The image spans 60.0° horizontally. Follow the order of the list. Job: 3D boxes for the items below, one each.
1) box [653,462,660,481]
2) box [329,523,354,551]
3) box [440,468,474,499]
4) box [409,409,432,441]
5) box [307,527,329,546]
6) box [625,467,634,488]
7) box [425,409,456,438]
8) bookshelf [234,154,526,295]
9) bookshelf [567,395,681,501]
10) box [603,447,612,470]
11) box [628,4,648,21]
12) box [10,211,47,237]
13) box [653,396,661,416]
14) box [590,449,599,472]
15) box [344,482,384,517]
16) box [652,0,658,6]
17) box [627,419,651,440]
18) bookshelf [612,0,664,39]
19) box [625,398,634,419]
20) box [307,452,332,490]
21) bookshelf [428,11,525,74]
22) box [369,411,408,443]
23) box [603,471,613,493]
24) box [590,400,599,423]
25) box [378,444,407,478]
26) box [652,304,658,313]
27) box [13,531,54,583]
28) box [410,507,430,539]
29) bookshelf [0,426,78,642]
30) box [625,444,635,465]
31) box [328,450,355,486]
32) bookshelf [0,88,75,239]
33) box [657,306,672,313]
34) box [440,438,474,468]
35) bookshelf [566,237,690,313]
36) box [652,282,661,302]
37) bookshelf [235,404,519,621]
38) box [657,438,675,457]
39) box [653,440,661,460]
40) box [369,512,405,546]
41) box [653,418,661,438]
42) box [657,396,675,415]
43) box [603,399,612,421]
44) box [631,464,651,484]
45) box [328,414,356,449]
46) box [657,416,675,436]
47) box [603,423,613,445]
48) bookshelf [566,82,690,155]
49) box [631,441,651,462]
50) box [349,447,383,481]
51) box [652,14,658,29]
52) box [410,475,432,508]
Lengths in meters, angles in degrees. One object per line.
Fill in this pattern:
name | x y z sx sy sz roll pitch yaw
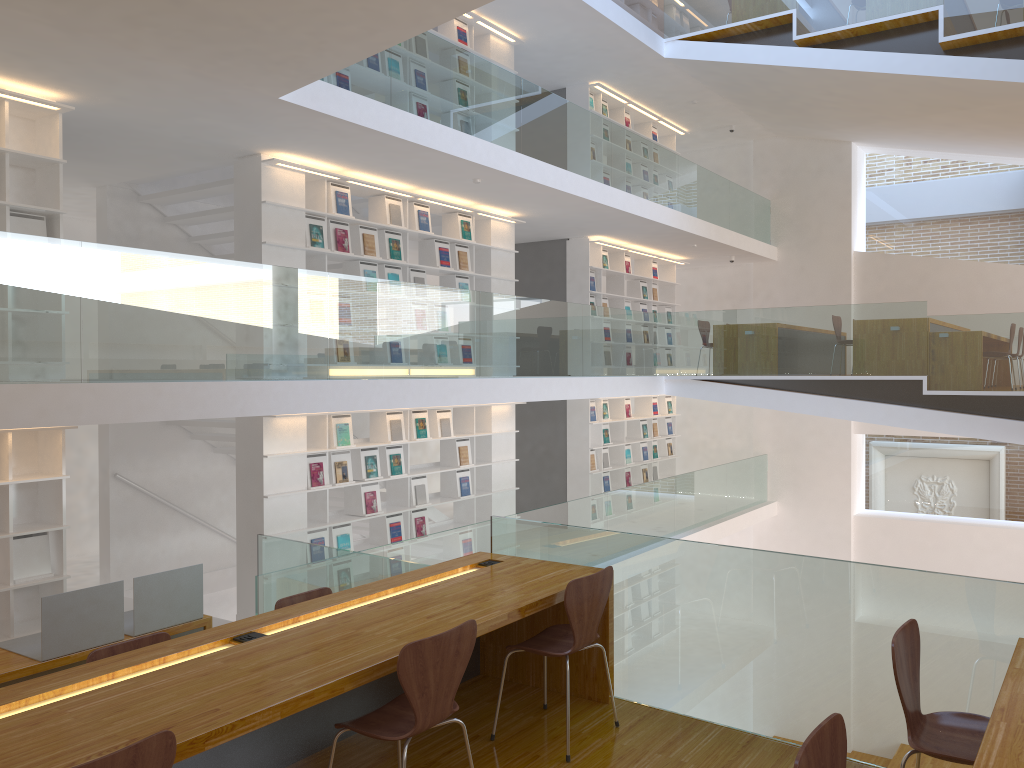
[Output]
box | 2.108 1.325 13.575 0.274 0.296 0.245 0 1 34
box | -1.593 1.407 8.016 0.274 0.296 0.245 0 1 34
box | -0.585 1.056 9.498 0.274 0.296 0.245 0 1 34
box | -0.985 0.408 8.903 0.274 0.296 0.245 0 1 34
box | -1.759 1.411 7.771 0.274 0.296 0.245 0 1 34
box | 1.589 1.336 12.811 0.274 0.296 0.245 0 1 34
box | -2.690 2.190 6.397 0.498 3.764 7.125 0 1 34
bookshelf | -1.075 -0.979 8.755 0.498 1.836 3.666 0 1 34
bookshelf | 1.779 1.019 12.967 0.498 1.836 2.984 0 1 34
box | 1.203 1.015 12.241 0.274 0.296 0.245 0 1 34
box | 1.877 -5.450 13.182 0.274 0.296 0.245 0 1 34
box | -3.190 -0.949 5.758 0.274 0.296 0.245 0 1 34
box | 2.099 0.339 13.555 0.274 0.296 0.245 0 1 34
box | 0.992 1.020 11.930 0.274 0.296 0.245 0 1 34
box | -1.387 1.067 8.316 0.274 0.296 0.245 0 1 34
box | 2.079 -5.783 13.477 0.274 0.296 0.245 0 1 34
box | 1.897 0.672 13.259 0.274 0.296 0.245 0 1 34
bookshelf | 1.759 -5.103 12.890 0.498 1.836 2.984 0 1 34
box | 1.583 0.349 12.791 0.274 0.296 0.245 0 1 34
box | -1.763 0.753 7.760 0.274 0.296 0.245 0 1 34
bookshelf | -1.082 -3.025 8.729 0.498 1.836 3.666 0 1 34
box | -1.195 0.413 8.595 0.274 0.296 0.245 0 1 34
box | 1.226 1.344 12.277 0.274 0.296 0.245 0 1 34
box | 0.991 0.366 11.923 0.274 0.296 0.245 0 1 34
box | -1.197 0.741 8.593 0.274 0.296 0.245 0 1 34
box | 2.089 -1.065 13.529 0.274 0.296 0.245 0 1 34
box | -3.183 1.111 5.784 0.274 0.296 0.245 0 1 34
box | -0.987 1.394 8.908 0.274 0.296 0.245 0 1 34
bookshelf | -3.857 1.142 4.671 0.498 1.836 2.984 0 1 34
box | 1.596 1.007 12.819 0.274 0.296 0.245 0 1 34
box | -1.603 0.750 8.018 0.274 0.296 0.245 0 1 34
bookshelf | -3.863 -0.918 4.645 0.498 1.836 2.984 0 1 34
box | 2.390 -1.072 13.971 0.274 0.296 0.245 0 1 34
box | -0.586 0.728 9.492 0.274 0.296 0.245 0 1 34
bookshelf | 1.773 -1.041 12.941 0.498 1.836 2.984 0 1 34
box | 2.093 -1.394 13.533 0.274 0.296 0.245 0 1 34
bookshelf | -1.110 1.082 8.809 0.397 1.836 3.666 0 1 34
box | 2.404 0.989 14.008 0.274 0.296 0.245 0 1 34
box | 2.096 0.996 13.555 0.274 0.296 0.245 0 1 34
box | -1.198 1.399 8.598 0.274 0.296 0.245 0 1 34
box | 2.100 0.667 13.559 0.274 0.296 0.245 0 1 34
box | 2.394 0.332 13.989 0.274 0.296 0.245 0 1 34
box | 1.200 0.359 12.231 0.274 0.296 0.245 0 1 34
box | 1.907 1.329 13.279 0.274 0.296 0.245 0 1 34
box | -1.594 0.421 8.007 0.274 0.296 0.245 0 1 34
box | 2.395 0.660 13.993 0.274 0.296 0.245 0 1 34
box | 1.215 0.682 12.255 0.274 0.296 0.245 0 1 34
bookshelf | 1.766 -3.088 12.915 0.498 1.836 2.984 0 1 34
box | 1.898 1.000 13.264 0.274 0.296 0.245 0 1 34
box | -1.392 0.739 8.307 0.274 0.296 0.245 0 1 34
box | 2.080 -5.455 13.482 0.274 0.296 0.245 0 1 34
box | -0.991 1.066 8.899 0.274 0.296 0.245 0 1 34
